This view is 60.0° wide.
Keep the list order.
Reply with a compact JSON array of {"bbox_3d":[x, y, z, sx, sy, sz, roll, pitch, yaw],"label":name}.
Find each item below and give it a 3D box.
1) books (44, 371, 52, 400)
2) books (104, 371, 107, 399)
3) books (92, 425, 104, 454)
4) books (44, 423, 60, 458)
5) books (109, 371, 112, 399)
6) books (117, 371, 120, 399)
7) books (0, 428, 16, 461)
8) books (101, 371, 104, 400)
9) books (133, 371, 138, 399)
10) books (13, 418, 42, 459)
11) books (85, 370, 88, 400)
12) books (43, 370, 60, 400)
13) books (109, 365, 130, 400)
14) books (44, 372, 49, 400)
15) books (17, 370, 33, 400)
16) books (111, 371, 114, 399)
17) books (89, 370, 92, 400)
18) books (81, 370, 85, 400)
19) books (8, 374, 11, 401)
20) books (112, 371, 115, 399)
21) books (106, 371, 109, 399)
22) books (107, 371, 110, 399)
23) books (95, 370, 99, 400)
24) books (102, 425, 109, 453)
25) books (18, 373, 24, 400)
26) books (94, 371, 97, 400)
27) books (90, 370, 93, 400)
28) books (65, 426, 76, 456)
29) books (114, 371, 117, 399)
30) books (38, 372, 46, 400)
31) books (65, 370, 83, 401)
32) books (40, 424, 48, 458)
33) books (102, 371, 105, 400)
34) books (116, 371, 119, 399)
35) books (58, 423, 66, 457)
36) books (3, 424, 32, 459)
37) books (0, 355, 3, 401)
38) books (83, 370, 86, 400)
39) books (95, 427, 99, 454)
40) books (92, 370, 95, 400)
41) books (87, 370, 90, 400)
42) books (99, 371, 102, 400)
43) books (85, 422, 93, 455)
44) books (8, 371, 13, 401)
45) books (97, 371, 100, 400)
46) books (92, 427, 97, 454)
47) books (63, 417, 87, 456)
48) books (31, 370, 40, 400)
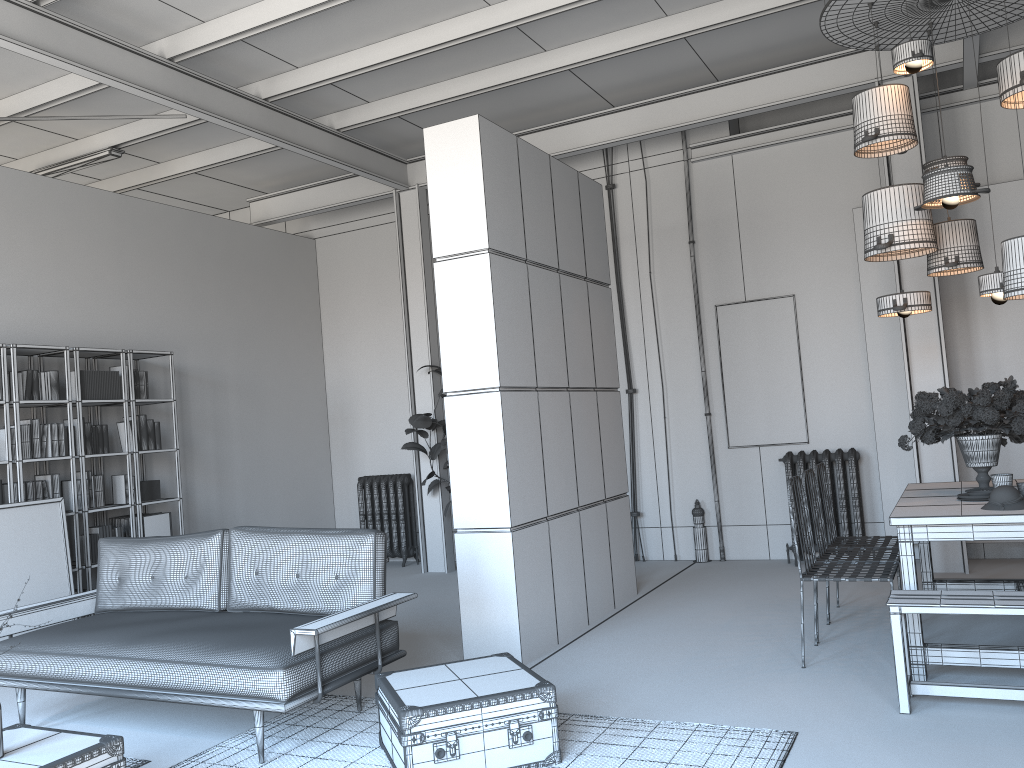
[{"bbox_3d":[-3.597,0.028,6.785,0.180,0.238,0.027,-6,-3,27],"label":"books"},{"bbox_3d":[-3.330,0.018,7.134,0.182,0.240,0.016,-6,-3,27],"label":"books"},{"bbox_3d":[-3.398,0.459,7.206,0.180,0.244,0.057,-6,-3,27],"label":"books"},{"bbox_3d":[-3.544,0.436,6.756,0.193,0.265,0.062,-6,-3,27],"label":"books"},{"bbox_3d":[-3.309,0.018,7.176,0.182,0.240,0.016,-6,-3,27],"label":"books"},{"bbox_3d":[-3.274,0.019,7.246,0.182,0.240,0.016,-6,-3,27],"label":"books"},{"bbox_3d":[-3.689,0.445,6.472,0.178,0.244,0.057,-6,-3,27],"label":"books"},{"bbox_3d":[-3.344,0.018,7.106,0.182,0.240,0.016,-6,-3,27],"label":"books"},{"bbox_3d":[-3.231,0.022,7.443,0.194,0.241,0.030,-6,-3,24],"label":"books"},{"bbox_3d":[-3.629,0.416,6.635,0.222,0.303,0.071,-6,-3,27],"label":"books"},{"bbox_3d":[-3.408,0.017,6.980,0.182,0.240,0.016,-6,-3,27],"label":"books"},{"bbox_3d":[-3.574,0.023,6.835,0.178,0.242,0.083,-6,-3,27],"label":"books"},{"bbox_3d":[-3.259,-0.004,7.400,0.243,0.299,0.048,-6,-3,27],"label":"books"},{"bbox_3d":[-3.608,0.030,6.763,0.187,0.232,0.023,-6,-3,27],"label":"books"},{"bbox_3d":[-3.657,0.021,6.628,0.178,0.244,0.077,-6,-3,26],"label":"books"},{"bbox_3d":[-3.302,0.018,7.190,0.182,0.240,0.016,-6,-3,27],"label":"books"},{"bbox_3d":[-3.394,0.017,7.008,0.182,0.240,0.016,-6,-3,27],"label":"books"},{"bbox_3d":[-3.423,0.016,6.952,0.182,0.240,0.016,-6,-3,27],"label":"books"},{"bbox_3d":[-3.744,0.037,6.494,0.154,0.213,0.043,-6,-3,27],"label":"books"},{"bbox_3d":[-3.295,0.018,7.204,0.182,0.240,0.016,-6,-3,27],"label":"books"},{"bbox_3d":[-3.323,0.018,7.148,0.182,0.240,0.016,-6,-3,27],"label":"books"},{"bbox_3d":[-3.316,0.018,7.162,0.182,0.240,0.016,-6,-3,27],"label":"books"},{"bbox_3d":[-3.366,0.017,7.064,0.182,0.240,0.016,-6,-3,27],"label":"books"},{"bbox_3d":[-3.381,0.460,7.264,0.180,0.244,0.057,-6,-3,27],"label":"books"},{"bbox_3d":[-3.699,0.033,6.583,0.161,0.222,0.039,-6,-3,27],"label":"books"},{"bbox_3d":[-3.373,0.017,7.050,0.182,0.240,0.016,-6,-3,27],"label":"books"},{"bbox_3d":[-3.387,0.017,7.022,0.182,0.240,0.016,-6,-3,27],"label":"books"},{"bbox_3d":[-3.519,0.458,6.991,0.180,0.244,0.057,-6,-3,27],"label":"books"},{"bbox_3d":[-3.288,0.019,7.218,0.182,0.240,0.016,-6,-3,27],"label":"books"},{"bbox_3d":[-3.621,0.032,6.736,0.196,0.229,0.035,-6,-3,27],"label":"books"},{"bbox_3d":[-3.430,0.016,6.938,0.182,0.240,0.016,-6,-3,27],"label":"books"},{"bbox_3d":[-3.595,0.438,6.701,0.193,0.267,0.084,-6,-3,28],"label":"books"},{"bbox_3d":[-3.337,0.018,7.120,0.182,0.240,0.016,-6,-3,27],"label":"books"},{"bbox_3d":[-3.281,0.019,7.232,0.182,0.240,0.016,-6,-3,27],"label":"books"},{"bbox_3d":[-3.525,0.437,6.819,0.193,0.265,0.062,-6,-3,27],"label":"books"},{"bbox_3d":[-3.651,0.434,6.544,0.193,0.265,0.091,-6,-3,27],"label":"books"},{"bbox_3d":[-3.773,-0.032,6.415,0.303,0.326,0.033,-6,-3,27],"label":"books"},{"bbox_3d":[-3.415,0.017,6.966,0.182,0.240,0.016,-6,-3,27],"label":"books"},{"bbox_3d":[-3.398,0.465,7.158,0.165,0.227,0.022,-6,-3,27],"label":"books"},{"bbox_3d":[-3.380,0.017,7.036,0.182,0.240,0.016,-6,-3,27],"label":"books"},{"bbox_3d":[-3.401,0.017,6.994,0.182,0.240,0.016,-6,-3,27],"label":"books"},{"bbox_3d":[-3.352,0.018,7.092,0.182,0.240,0.016,-6,-3,27],"label":"books"},{"bbox_3d":[-3.456,0.447,7.100,0.195,0.266,0.091,-6,-3,27],"label":"books"},{"bbox_3d":[-3.736,0.027,6.534,0.173,0.231,0.029,-6,-3,27],"label":"books"},{"bbox_3d":[-3.359,0.017,7.078,0.182,0.240,0.016,-6,-3,27],"label":"books"},{"bbox_3d":[-3.407,0.465,7.138,0.165,0.227,0.022,-6,-3,27],"label":"books"},{"bbox_3d":[-3.458,0.422,7.024,0.224,0.304,0.038,-6,-3,27],"label":"books"},{"bbox_3d":[-3.645,0.022,6.695,0.178,0.242,0.057,-6,-3,27],"label":"books"}]
